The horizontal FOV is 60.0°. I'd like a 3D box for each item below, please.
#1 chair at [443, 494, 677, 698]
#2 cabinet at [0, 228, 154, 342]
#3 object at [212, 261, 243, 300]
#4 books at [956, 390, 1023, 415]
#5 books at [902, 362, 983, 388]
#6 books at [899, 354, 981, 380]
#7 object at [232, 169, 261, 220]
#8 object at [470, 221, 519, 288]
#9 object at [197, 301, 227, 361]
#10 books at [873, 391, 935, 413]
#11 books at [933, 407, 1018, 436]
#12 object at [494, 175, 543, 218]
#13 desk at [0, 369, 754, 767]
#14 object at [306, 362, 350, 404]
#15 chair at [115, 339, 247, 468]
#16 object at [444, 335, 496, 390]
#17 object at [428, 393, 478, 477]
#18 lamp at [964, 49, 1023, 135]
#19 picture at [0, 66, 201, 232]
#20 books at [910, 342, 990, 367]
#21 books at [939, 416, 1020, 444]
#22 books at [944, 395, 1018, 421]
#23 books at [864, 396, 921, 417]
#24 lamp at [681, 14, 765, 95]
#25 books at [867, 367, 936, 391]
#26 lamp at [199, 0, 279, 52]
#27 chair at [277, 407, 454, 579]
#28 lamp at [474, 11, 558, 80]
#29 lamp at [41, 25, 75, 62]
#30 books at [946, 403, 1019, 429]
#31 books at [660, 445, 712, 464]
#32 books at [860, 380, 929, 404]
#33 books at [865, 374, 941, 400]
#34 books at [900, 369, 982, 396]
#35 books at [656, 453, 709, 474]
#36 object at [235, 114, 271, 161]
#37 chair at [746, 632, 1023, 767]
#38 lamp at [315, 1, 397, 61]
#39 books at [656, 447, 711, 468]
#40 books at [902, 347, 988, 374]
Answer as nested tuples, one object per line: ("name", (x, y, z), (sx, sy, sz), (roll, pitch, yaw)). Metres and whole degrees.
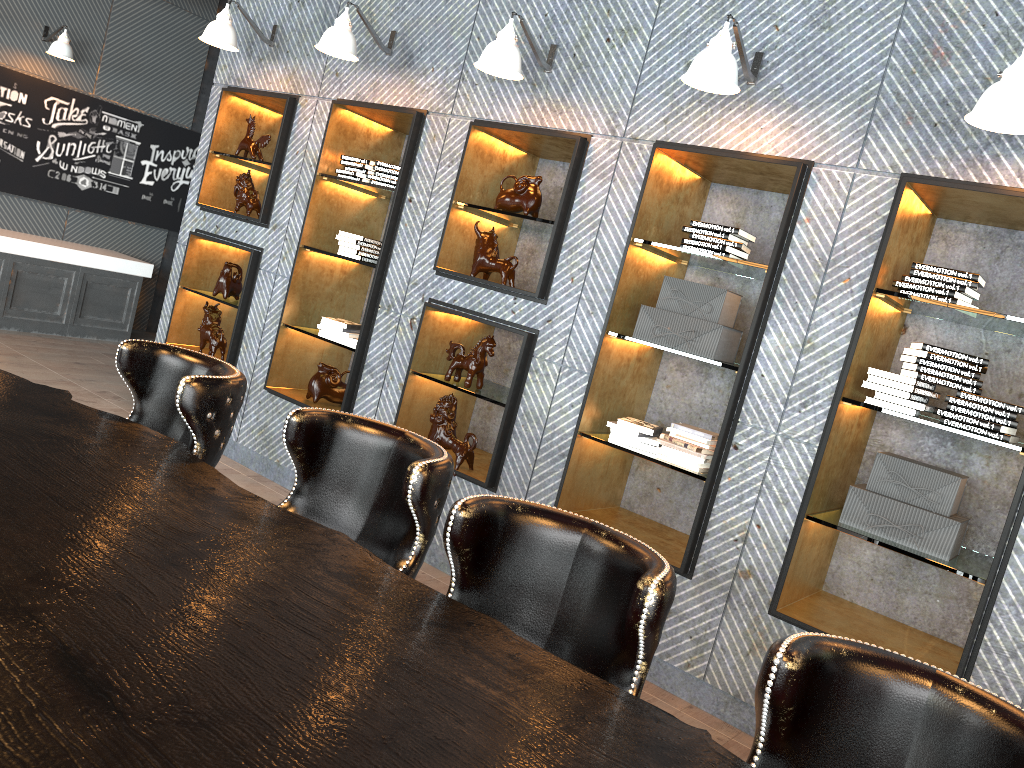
("chair", (-0.064, 0.824, 1.798), (0.505, 1.091, 0.568), (18, 6, 25))
("cabinet", (-4.282, -0.422, 4.194), (6.321, 0.826, 8.415), (19, 7, 34))
("object", (-1.897, -0.698, 5.993), (0.126, 0.249, 0.253), (16, 6, 10))
("books", (1.841, 0.073, 3.395), (0.246, 0.028, 0.193), (18, 7, 30))
("books", (1.670, -0.037, 3.453), (0.245, 0.028, 0.194), (16, 6, 7))
("books", (1.679, -0.068, 3.489), (0.245, 0.028, 0.194), (15, 6, 5))
("object", (-1.734, -1.248, 5.864), (0.236, 0.329, 0.155), (20, 7, 39))
("object", (-0.087, -0.671, 4.640), (0.325, 0.309, 0.154), (20, 8, 39))
("object", (-2.000, -0.356, 5.977), (0.269, 0.362, 0.169), (18, 6, 28))
("books", (1.556, 0.073, 3.511), (0.194, 0.028, 0.245), (19, 7, 33))
("books", (1.766, 0.143, 3.380), (0.193, 0.028, 0.246), (9, 9, -44))
("object", (0.039, -0.983, 4.597), (0.278, 0.222, 0.138), (19, 7, 34))
("desk", (0.819, 1.332, 0.216), (7.606, 0.926, 1.432), (19, 7, 35))
("object", (-1.097, 0.003, 5.445), (0.314, 0.251, 0.157), (10, 8, -40))
("chair", (-1.183, 0.436, 2.602), (0.505, 1.091, 0.568), (20, 8, 43))
("object", (-0.237, -0.142, 4.726), (0.318, 0.306, 0.143), (18, 7, 30))
("object", (-0.311, 0.261, 4.703), (0.338, 0.387, 0.177), (20, 8, 42))
("lamp", (1.767, -0.989, 3.015), (0.489, 0.287, 0.244), (10, 8, -39))
("picture", (-5.195, -2.404, 7.582), (0.200, 1.102, 12.458), (19, 7, 34))
("books", (1.707, -0.117, 3.472), (0.245, 0.028, 0.194), (16, 6, 10))
("books", (1.791, 0.177, 3.396), (0.246, 0.028, 0.193), (20, 8, 38))
("books", (1.798, 0.089, 3.411), (0.246, 0.028, 0.193), (18, 7, 25))
("books", (1.518, 0.089, 3.536), (0.194, 0.028, 0.245), (18, 7, 28))
("lamp", (0.928, -1.326, 3.630), (0.489, 0.287, 0.244), (10, 8, -39))
("books", (1.551, -0.019, 3.531), (0.194, 0.028, 0.245), (20, 8, 41))
("lamp", (-1.674, -2.212, 5.526), (0.489, 0.287, 0.244), (10, 8, -39))
("chair", (-0.544, 0.644, 2.264), (0.505, 1.091, 0.568), (18, 7, 31))
("lamp", (0.067, -1.600, 4.256), (0.489, 0.287, 0.244), (10, 8, -39))
("lamp", (-4.153, -3.150, 8.163), (0.243, 0.287, 0.490), (10, 8, -39))
("books", (1.817, 0.123, 3.419), (0.246, 0.028, 0.193), (19, 7, 31))
("books", (0.794, 0.315, 4.016), (0.228, 0.022, 0.202), (20, 8, 37))
("books", (1.535, 0.033, 3.551), (0.194, 0.028, 0.245), (20, 8, 40))
("books", (1.547, 0.012, 3.505), (0.245, 0.028, 0.194), (9, 8, -42))
("books", (1.669, -0.009, 3.461), (0.245, 0.028, 0.194), (15, 6, 4))
("books", (0.786, 0.357, 4.009), (0.228, 0.023, 0.167), (19, 7, 35))
("object", (-1.676, -1.612, 5.811), (0.290, 0.290, 0.097), (19, 7, 33))
("chair", (0.485, 1.014, 1.398), (0.505, 1.091, 0.568), (18, 7, 29))
("lamp", (-0.827, -1.929, 4.909), (0.489, 0.287, 0.244), (10, 8, -39))
("books", (0.789, 0.336, 4.017), (0.158, 0.021, 0.224), (9, 9, -46))
("books", (1.688, -0.092, 3.467), (0.245, 0.028, 0.194), (14, 6, -4))
